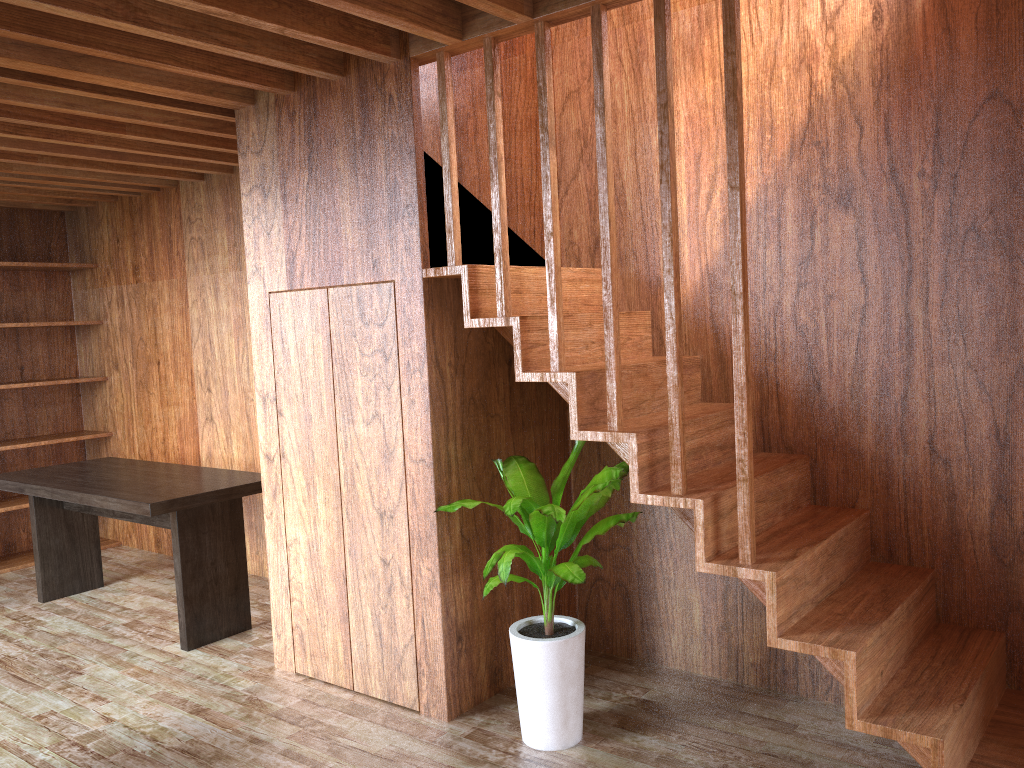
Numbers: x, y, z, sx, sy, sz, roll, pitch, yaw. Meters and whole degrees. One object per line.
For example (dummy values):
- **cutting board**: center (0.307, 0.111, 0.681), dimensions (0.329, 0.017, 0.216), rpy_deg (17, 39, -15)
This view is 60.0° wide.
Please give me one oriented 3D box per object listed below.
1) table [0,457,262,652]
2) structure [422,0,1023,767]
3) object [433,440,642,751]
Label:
- **table**: center (-1.930, 0.821, 4.504), dimensions (1.658, 0.716, 0.705), rpy_deg (0, 5, 38)
- **structure**: center (0.934, 0.020, 2.627), dimensions (2.428, 2.299, 0.835), rpy_deg (0, 5, 38)
- **object**: center (0.157, 0.672, 2.950), dimensions (0.628, 1.031, 0.678), rpy_deg (-1, 5, 28)
